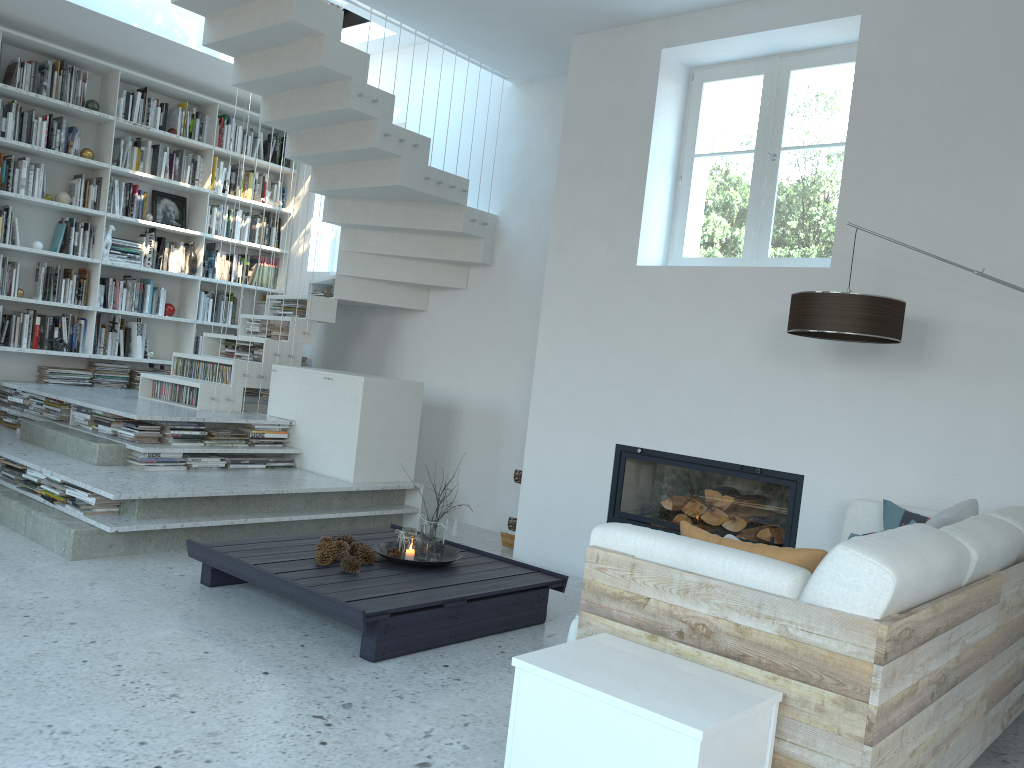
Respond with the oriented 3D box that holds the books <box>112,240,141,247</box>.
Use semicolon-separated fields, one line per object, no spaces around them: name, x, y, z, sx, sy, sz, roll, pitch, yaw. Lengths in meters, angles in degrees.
books;-3.157;-1.136;7.158;0.160;0.012;0.254;7;1;43

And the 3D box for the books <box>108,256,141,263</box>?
books;-3.169;-1.004;7.154;0.285;0.012;0.159;6;1;-44

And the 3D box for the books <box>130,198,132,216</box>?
books;-3.115;-1.460;7.161;0.152;0.267;0.020;8;2;40

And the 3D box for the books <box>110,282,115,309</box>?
books;-3.237;-0.710;7.112;0.162;0.223;0.011;8;2;41

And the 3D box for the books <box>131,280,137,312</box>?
books;-3.123;-0.719;7.226;0.186;0.262;0.012;8;2;41

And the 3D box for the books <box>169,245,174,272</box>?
books;-2.906;-1.054;7.481;0.129;0.235;0.028;8;2;40

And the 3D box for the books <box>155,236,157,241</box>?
books;-2.995;-1.085;7.358;0.131;0.280;0.013;8;2;40

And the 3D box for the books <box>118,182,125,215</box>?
books;-3.161;-1.474;7.107;0.159;0.285;0.012;8;2;40

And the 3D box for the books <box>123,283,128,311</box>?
books;-3.172;-0.708;7.199;0.179;0.229;0.012;8;2;41

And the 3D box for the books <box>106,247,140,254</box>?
books;-3.159;-1.076;7.155;0.254;0.012;0.160;6;1;-44

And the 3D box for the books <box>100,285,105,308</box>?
books;-3.294;-0.696;7.055;0.162;0.184;0.022;8;2;41

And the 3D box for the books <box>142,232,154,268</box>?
books;-3.009;-1.096;7.303;0.184;0.300;0.011;8;2;40

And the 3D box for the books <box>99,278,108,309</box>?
books;-3.271;-0.724;7.072;0.177;0.244;0.047;8;2;41

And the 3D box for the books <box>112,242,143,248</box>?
books;-3.158;-1.124;7.158;0.159;0.012;0.285;7;1;43

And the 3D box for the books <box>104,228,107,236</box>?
books;-3.275;-1.106;7.036;0.137;0.267;0.028;8;2;40

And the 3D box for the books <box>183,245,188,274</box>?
books;-2.821;-1.056;7.558;0.145;0.255;0.024;8;2;40

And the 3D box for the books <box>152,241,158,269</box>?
books;-2.998;-1.063;7.331;0.179;0.236;0.030;8;2;41

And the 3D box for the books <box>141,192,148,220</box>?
books;-3.033;-1.440;7.227;0.177;0.244;0.026;8;2;41

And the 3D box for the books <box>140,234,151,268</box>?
books;-3.037;-1.092;7.311;0.159;0.285;0.012;8;2;40

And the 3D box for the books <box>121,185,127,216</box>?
books;-3.151;-1.465;7.135;0.131;0.269;0.043;8;2;41

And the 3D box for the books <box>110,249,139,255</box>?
books;-3.170;-1.065;7.161;0.160;0.012;0.254;7;1;41

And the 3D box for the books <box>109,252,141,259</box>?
books;-3.169;-1.040;7.159;0.159;0.012;0.285;7;1;39

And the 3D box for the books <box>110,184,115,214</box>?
books;-3.206;-1.459;7.039;0.155;0.248;0.011;8;2;40

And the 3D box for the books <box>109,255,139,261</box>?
books;-3.170;-1.016;7.156;0.160;0.012;0.254;7;1;45

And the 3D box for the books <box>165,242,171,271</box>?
books;-2.925;-1.064;7.459;0.133;0.250;0.031;8;2;40

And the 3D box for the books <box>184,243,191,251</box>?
books;-2.781;-1.067;7.626;0.138;0.284;0.029;8;2;40

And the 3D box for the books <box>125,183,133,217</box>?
books;-3.114;-1.470;7.140;0.176;0.287;0.012;8;2;40

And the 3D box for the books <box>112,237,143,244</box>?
books;-3.154;-1.160;7.157;0.159;0.012;0.285;7;1;43

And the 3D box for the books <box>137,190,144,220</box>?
books;-3.055;-1.447;7.215;0.166;0.253;0.021;8;2;41

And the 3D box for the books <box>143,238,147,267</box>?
books;-3.062;-1.075;7.297;0.137;0.247;0.023;8;2;40

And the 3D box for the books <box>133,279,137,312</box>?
books;-3.123;-0.724;7.257;0.151;0.272;0.011;8;2;40

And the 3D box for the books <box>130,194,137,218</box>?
books;-3.088;-1.427;7.157;0.189;0.207;0.013;8;2;41

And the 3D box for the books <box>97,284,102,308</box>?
books;-3.310;-0.699;7.039;0.159;0.186;0.023;8;2;41

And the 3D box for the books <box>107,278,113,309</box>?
books;-3.256;-0.725;7.106;0.143;0.247;0.024;8;2;40

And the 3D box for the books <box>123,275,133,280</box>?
books;-3.141;-0.740;7.228;0.147;0.299;0.013;8;2;40

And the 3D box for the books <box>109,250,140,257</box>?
books;-3.163;-1.052;7.154;0.160;0.012;0.254;7;1;36

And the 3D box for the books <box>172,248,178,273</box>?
books;-2.884;-1.041;7.497;0.155;0.213;0.025;8;2;41

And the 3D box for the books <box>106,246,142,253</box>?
books;-3.161;-1.089;7.158;0.159;0.012;0.285;7;1;38

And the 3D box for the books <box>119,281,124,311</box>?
books;-3.204;-0.716;7.165;0.177;0.239;0.026;8;2;41

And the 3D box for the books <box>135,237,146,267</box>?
books;-3.060;-1.078;7.272;0.160;0.254;0.012;8;2;40

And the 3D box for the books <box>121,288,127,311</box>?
books;-3.181;-0.684;7.178;0.186;0.182;0.028;8;2;41

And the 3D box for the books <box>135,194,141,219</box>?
books;-3.075;-1.429;7.196;0.152;0.213;0.033;8;2;41

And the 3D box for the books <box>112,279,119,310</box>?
books;-3.214;-0.720;7.128;0.185;0.246;0.045;8;2;41

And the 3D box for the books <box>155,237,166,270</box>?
books;-2.961;-1.083;7.377;0.167;0.282;0.059;8;2;41

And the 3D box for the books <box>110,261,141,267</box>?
books;-3.173;-0.968;7.155;0.159;0.012;0.285;7;1;36

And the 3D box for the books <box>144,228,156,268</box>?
books;-2.999;-1.115;7.309;0.180;0.339;0.010;8;2;40

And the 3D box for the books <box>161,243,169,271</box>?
books;-2.932;-1.060;7.424;0.147;0.242;0.031;8;2;41

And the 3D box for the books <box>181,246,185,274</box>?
books;-2.832;-1.049;7.524;0.176;0.239;0.041;8;2;41

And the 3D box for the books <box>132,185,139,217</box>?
books;-3.083;-1.466;7.174;0.175;0.285;0.014;8;2;40

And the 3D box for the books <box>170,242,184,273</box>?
books;-2.848;-1.066;7.499;0.191;0.271;0.021;8;2;41

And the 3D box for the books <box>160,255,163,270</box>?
books;-2.960;-1.081;7.421;0.128;0.278;0.010;8;2;40

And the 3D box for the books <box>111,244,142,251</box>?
books;-3.161;-1.101;7.159;0.159;0.012;0.285;7;1;43

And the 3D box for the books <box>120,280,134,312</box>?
books;-3.141;-0.717;7.199;0.191;0.255;0.028;8;2;41

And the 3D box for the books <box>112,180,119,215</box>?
books;-3.183;-1.478;7.071;0.145;0.289;0.065;8;2;41

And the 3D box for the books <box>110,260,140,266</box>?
books;-3.173;-0.980;7.157;0.159;0.012;0.285;7;1;45

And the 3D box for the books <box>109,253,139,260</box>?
books;-3.171;-1.029;7.158;0.160;0.012;0.254;7;1;43

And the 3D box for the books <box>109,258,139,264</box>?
books;-3.172;-0.992;7.157;0.160;0.012;0.254;7;1;37

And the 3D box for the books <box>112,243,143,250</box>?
books;-3.154;-1.112;7.154;0.159;0.012;0.285;7;1;36

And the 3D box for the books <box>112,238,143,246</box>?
books;-3.156;-1.149;7.158;0.159;0.012;0.285;7;1;39
